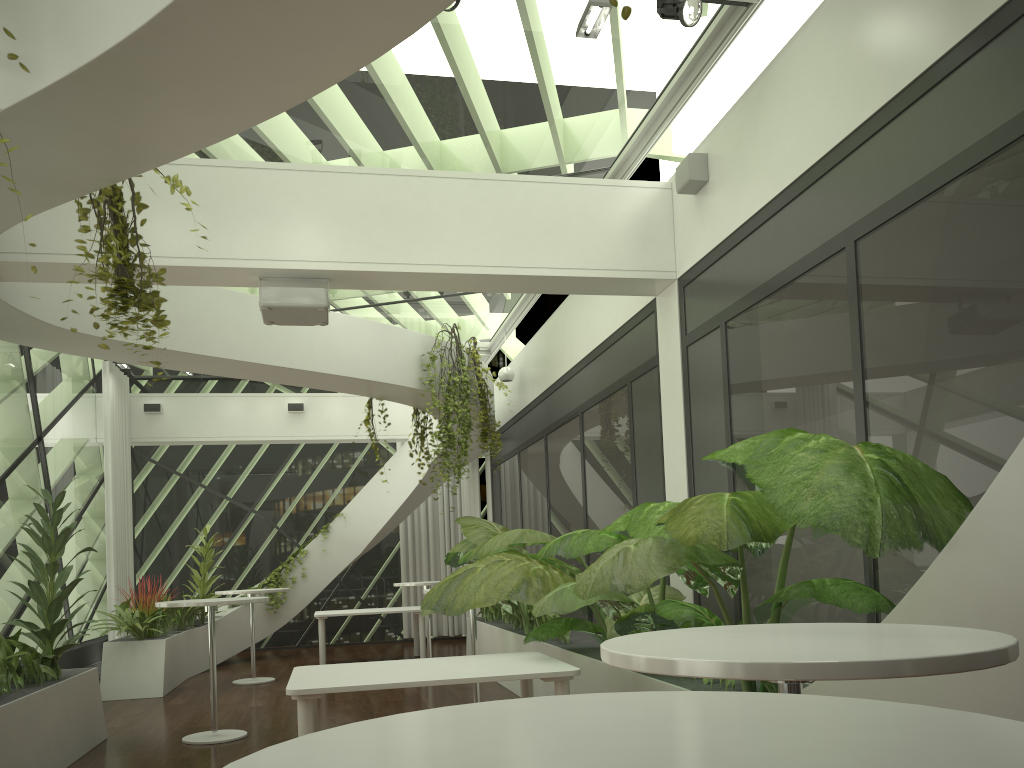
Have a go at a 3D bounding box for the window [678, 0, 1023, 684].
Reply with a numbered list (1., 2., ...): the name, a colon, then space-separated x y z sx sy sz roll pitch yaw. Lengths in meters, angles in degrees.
1. window: 1.985 0.131 2.686 0.050 3.200 7.222 -2 -10 -12

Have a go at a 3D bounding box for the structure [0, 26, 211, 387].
1. structure: -2.084 -0.804 3.834 4.678 2.292 1.451 -11 -9 41

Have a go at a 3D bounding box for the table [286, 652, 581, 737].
1. table: -0.457 1.950 4.894 1.499 0.711 1.086 0 -9 -12

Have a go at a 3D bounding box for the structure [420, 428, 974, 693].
1. structure: 0.074 1.749 6.894 1.781 1.693 9.063 -1 -11 -12

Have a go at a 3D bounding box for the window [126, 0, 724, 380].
1. window: -1.907 -1.831 6.860 5.684 0.054 17.026 0 -12 -12

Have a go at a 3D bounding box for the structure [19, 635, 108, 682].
1. structure: -4.481 2.620 6.812 0.258 0.497 15.411 -2 -11 -12

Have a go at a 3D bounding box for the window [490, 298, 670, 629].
1. window: 0.464 1.700 10.045 0.050 3.200 7.312 -2 -10 -12

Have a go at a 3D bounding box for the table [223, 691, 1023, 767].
1. table: 0.156 0.901 0.815 0.856 1.086 0.868 1 -7 -27

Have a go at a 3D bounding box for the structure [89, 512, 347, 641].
1. structure: -4.201 2.504 11.664 2.041 1.650 4.833 -5 -11 19

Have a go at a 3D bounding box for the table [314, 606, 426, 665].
1. table: -1.932 3.472 12.029 1.499 0.711 1.086 0 -9 -12

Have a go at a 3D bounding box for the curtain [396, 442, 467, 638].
1. curtain: -1.334 2.306 15.108 1.229 4.053 0.161 -2 -2 -13

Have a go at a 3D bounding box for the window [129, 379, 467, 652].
1. window: -3.469 2.181 14.911 5.733 4.605 0.038 -1 -3 -12

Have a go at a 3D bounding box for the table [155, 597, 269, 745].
1. table: -2.360 2.264 6.957 0.860 1.086 0.864 -5 -6 23

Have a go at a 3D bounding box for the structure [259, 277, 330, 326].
1. structure: -1.458 -0.562 5.877 0.462 0.273 0.394 0 -9 -12

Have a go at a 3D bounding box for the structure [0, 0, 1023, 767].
1. structure: -0.919 0.106 2.153 5.914 4.167 24.803 -1 -11 -6

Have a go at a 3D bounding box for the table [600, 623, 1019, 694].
1. table: 0.649 1.106 1.915 0.856 1.086 0.868 1 -7 -27

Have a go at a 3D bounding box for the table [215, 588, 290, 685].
1. table: -3.084 3.011 10.461 0.860 1.086 0.864 -5 -6 23

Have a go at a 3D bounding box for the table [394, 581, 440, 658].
1. table: -1.022 3.013 10.891 0.860 1.086 0.864 -5 -6 23

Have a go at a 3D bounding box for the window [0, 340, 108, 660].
1. window: -4.581 0.438 6.182 0.084 4.577 17.058 -2 -11 -12

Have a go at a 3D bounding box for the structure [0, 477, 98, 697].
1. structure: -3.125 1.189 4.968 0.853 1.578 3.387 -1 -10 -12

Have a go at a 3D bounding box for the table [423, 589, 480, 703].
1. table: -0.298 2.266 7.387 0.860 1.086 0.864 -5 -6 23

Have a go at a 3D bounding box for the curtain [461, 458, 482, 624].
1. curtain: -0.659 2.139 14.430 0.160 4.053 1.009 -2 -3 -13

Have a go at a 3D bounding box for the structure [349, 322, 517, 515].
1. structure: -0.897 0.405 9.639 1.450 2.053 1.641 -7 -8 43
